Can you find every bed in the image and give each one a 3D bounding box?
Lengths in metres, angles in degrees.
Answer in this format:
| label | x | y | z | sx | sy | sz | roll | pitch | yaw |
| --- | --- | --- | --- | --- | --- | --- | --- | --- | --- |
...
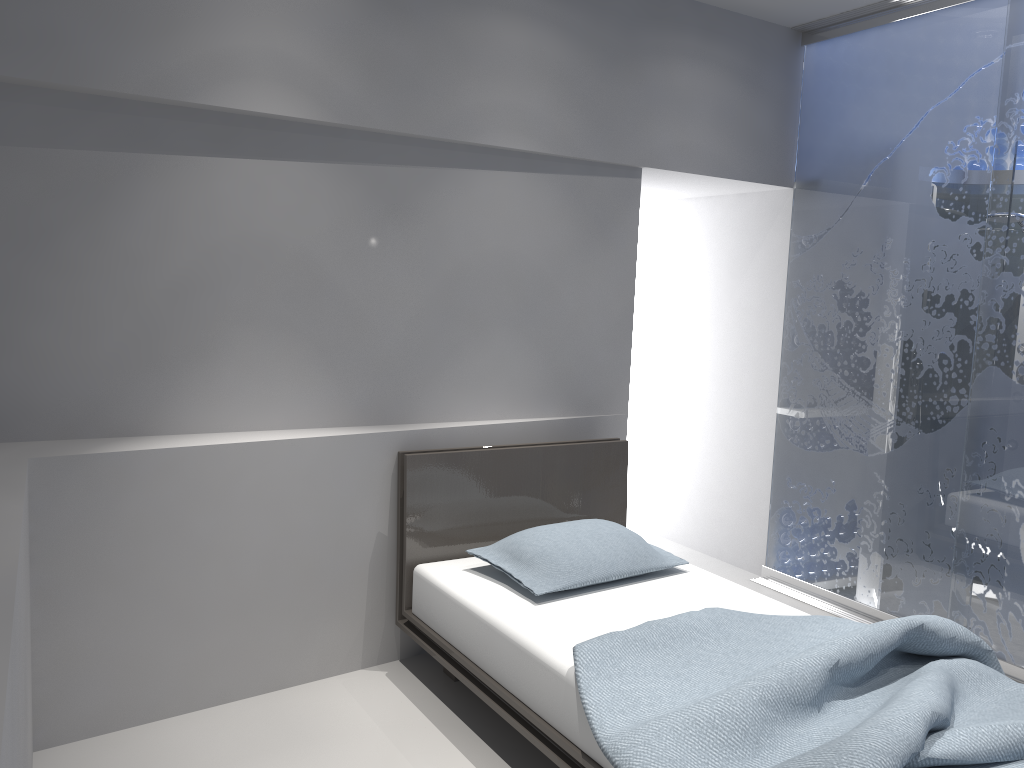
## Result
| label | x | y | z | sx | sy | sz | roll | pitch | yaw |
| --- | --- | --- | --- | --- | --- | --- | --- | --- | --- |
| bed | 0.561 | 0.749 | 2.623 | 1.411 | 0.752 | 2.319 | -1 | 7 | -31 |

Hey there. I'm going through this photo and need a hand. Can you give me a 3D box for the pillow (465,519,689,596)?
| label | x | y | z | sx | sy | sz | roll | pitch | yaw |
| --- | --- | --- | --- | --- | --- | --- | --- | --- | --- |
| pillow | 0.254 | 0.610 | 3.262 | 0.746 | 0.173 | 0.417 | -2 | 8 | -36 |
